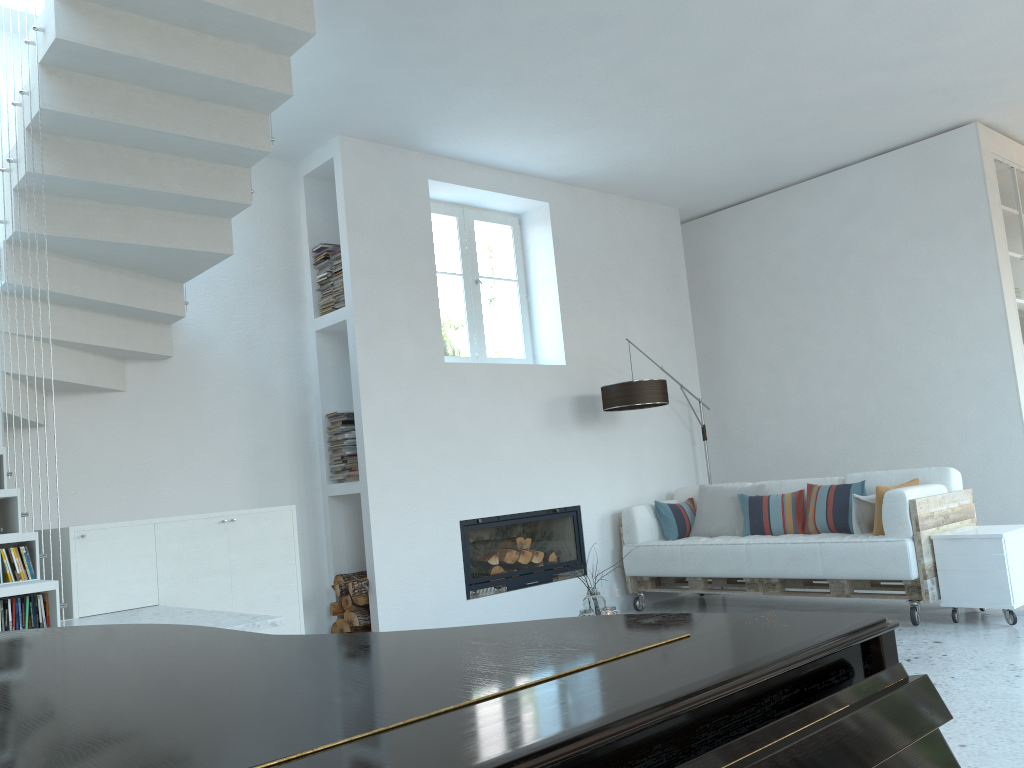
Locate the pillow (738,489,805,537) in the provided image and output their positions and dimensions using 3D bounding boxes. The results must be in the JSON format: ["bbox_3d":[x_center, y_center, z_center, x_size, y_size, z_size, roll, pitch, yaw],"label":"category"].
[{"bbox_3d":[1.789,0.901,6.095,0.479,0.322,0.204,-9,-7,29],"label":"pillow"}]

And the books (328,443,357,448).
[{"bbox_3d":[-0.994,0.385,5.618,0.289,0.005,0.169,-1,-8,-38],"label":"books"}]

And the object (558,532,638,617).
[{"bbox_3d":[0.463,1.013,4.594,0.435,0.521,0.309,-4,-6,-12],"label":"object"}]

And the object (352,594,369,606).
[{"bbox_3d":[-0.773,1.280,5.444,0.141,0.103,0.434,-11,-9,43],"label":"object"}]

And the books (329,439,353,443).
[{"bbox_3d":[-1.009,0.358,5.635,0.126,0.005,0.290,-11,-9,42],"label":"books"}]

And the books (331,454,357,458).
[{"bbox_3d":[-0.986,0.451,5.604,0.254,0.007,0.189,1,-9,-45],"label":"books"}]

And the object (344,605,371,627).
[{"bbox_3d":[-0.873,1.445,5.444,0.068,0.225,0.405,-10,-8,40],"label":"object"}]

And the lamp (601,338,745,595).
[{"bbox_3d":[1.234,0.663,6.734,0.471,1.963,1.559,-9,-7,33],"label":"lamp"}]

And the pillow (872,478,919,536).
[{"bbox_3d":[2.336,0.757,5.365,0.200,0.339,0.463,-11,-8,41],"label":"pillow"}]

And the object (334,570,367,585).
[{"bbox_3d":[-0.940,1.244,5.568,0.332,0.140,0.141,0,-8,-42],"label":"object"}]

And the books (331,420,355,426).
[{"bbox_3d":[-1.017,0.251,5.642,0.218,0.025,0.141,-1,-8,-37],"label":"books"}]

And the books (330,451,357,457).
[{"bbox_3d":[-0.990,0.440,5.609,0.263,0.016,0.192,0,-9,-42],"label":"books"}]

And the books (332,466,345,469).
[{"bbox_3d":[-0.998,0.522,5.618,0.242,0.012,0.137,0,-8,-40],"label":"books"}]

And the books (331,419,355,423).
[{"bbox_3d":[-1.006,0.234,5.630,0.225,0.005,0.193,0,-9,-43],"label":"books"}]

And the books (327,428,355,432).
[{"bbox_3d":[-1.019,0.293,5.645,0.295,0.007,0.135,0,-9,-43],"label":"books"}]

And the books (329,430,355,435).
[{"bbox_3d":[-1.016,0.306,5.642,0.269,0.009,0.132,0,-8,-39],"label":"books"}]

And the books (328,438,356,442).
[{"bbox_3d":[-1.008,0.352,5.634,0.295,0.007,0.146,0,-8,-40],"label":"books"}]

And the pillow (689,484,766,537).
[{"bbox_3d":[1.551,0.918,6.409,0.595,0.406,0.239,-11,-8,43],"label":"pillow"}]

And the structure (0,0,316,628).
[{"bbox_3d":[-1.823,-0.443,3.501,1.954,3.378,2.617,0,-8,-42],"label":"structure"}]

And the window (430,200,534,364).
[{"bbox_3d":[-0.284,-0.701,6.401,1.117,1.225,0.072,0,-8,-42],"label":"window"}]

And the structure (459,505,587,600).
[{"bbox_3d":[-0.098,1.209,6.252,0.736,0.583,1.211,-11,-9,44],"label":"structure"}]

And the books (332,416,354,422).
[{"bbox_3d":[-1.014,0.224,5.639,0.159,0.018,0.203,-11,-9,42],"label":"books"}]

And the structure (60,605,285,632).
[{"bbox_3d":[-1.849,1.211,2.977,3.112,0.658,2.903,0,-9,-42],"label":"structure"}]

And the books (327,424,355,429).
[{"bbox_3d":[-1.012,0.267,5.637,0.285,0.008,0.159,1,-9,-44],"label":"books"}]

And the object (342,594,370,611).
[{"bbox_3d":[-0.890,1.345,5.497,0.328,0.152,0.133,1,-9,-45],"label":"object"}]

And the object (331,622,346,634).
[{"bbox_3d":[-0.908,1.522,5.530,0.439,0.148,0.129,0,-8,-43],"label":"object"}]

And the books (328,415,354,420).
[{"bbox_3d":[-1.007,0.210,5.630,0.185,0.006,0.262,-12,-9,43],"label":"books"}]

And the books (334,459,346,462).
[{"bbox_3d":[-1.001,0.480,5.621,0.206,0.012,0.148,0,-9,-42],"label":"books"}]

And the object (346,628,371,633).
[{"bbox_3d":[-0.874,1.550,5.487,0.169,0.109,0.440,-10,-8,35],"label":"object"}]

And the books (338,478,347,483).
[{"bbox_3d":[-0.984,0.606,5.604,0.179,0.029,0.152,0,-8,-39],"label":"books"}]

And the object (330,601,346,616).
[{"bbox_3d":[-0.961,1.380,5.540,0.406,0.086,0.088,1,-9,-44],"label":"object"}]

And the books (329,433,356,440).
[{"bbox_3d":[-0.995,0.334,5.619,0.262,0.023,0.200,0,-9,-42],"label":"books"}]

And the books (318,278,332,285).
[{"bbox_3d":[-1.095,-0.657,5.727,0.249,0.006,0.189,1,-9,-44],"label":"books"}]

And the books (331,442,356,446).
[{"bbox_3d":[-1.001,0.378,5.626,0.254,0.012,0.161,1,-9,-44],"label":"books"}]

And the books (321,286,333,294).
[{"bbox_3d":[-1.091,-0.601,5.720,0.236,0.015,0.151,0,-8,-39],"label":"books"}]

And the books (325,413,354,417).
[{"bbox_3d":[-1.027,0.196,5.653,0.295,0.011,0.137,0,-8,-40],"label":"books"}]

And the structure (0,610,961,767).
[{"bbox_3d":[-0.454,0.754,0.977,1.334,0.832,1.921,0,-8,-42],"label":"structure"}]

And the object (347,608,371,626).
[{"bbox_3d":[-0.806,1.394,5.383,0.129,0.092,0.393,-11,-8,42],"label":"object"}]

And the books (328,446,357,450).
[{"bbox_3d":[-1.003,0.403,5.623,0.285,0.008,0.159,0,-8,-41],"label":"books"}]

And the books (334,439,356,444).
[{"bbox_3d":[-0.995,0.364,5.620,0.206,0.012,0.183,0,-8,-40],"label":"books"}]

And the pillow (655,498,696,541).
[{"bbox_3d":[1.242,1.003,6.593,0.438,0.317,0.176,-1,-7,-34],"label":"pillow"}]

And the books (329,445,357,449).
[{"bbox_3d":[-1.006,0.395,5.632,0.266,0.010,0.145,0,-9,-43],"label":"books"}]

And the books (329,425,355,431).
[{"bbox_3d":[-1.014,0.280,5.639,0.263,0.017,0.156,0,-8,-41],"label":"books"}]

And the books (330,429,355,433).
[{"bbox_3d":[-1.009,0.297,5.634,0.254,0.006,0.161,0,-8,-40],"label":"books"}]

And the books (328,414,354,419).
[{"bbox_3d":[-1.027,0.207,5.653,0.254,0.010,0.138,0,-9,-43],"label":"books"}]

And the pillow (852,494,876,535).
[{"bbox_3d":[2.269,0.841,5.509,0.237,0.354,0.482,-11,-8,43],"label":"pillow"}]

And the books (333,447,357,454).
[{"bbox_3d":[-1.003,0.421,5.623,0.222,0.028,0.141,-1,-8,-37],"label":"books"}]

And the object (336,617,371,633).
[{"bbox_3d":[-0.908,1.472,5.494,0.132,0.109,0.397,-9,-7,32],"label":"object"}]

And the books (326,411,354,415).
[{"bbox_3d":[-1.017,0.184,5.642,0.290,0.008,0.160,-1,-8,-38],"label":"books"}]

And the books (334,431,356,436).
[{"bbox_3d":[-0.998,0.314,5.622,0.183,0.016,0.189,-11,-9,42],"label":"books"}]

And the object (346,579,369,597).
[{"bbox_3d":[-0.799,1.202,5.318,0.096,0.094,0.442,-12,-9,44],"label":"object"}]

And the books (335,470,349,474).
[{"bbox_3d":[-0.977,0.551,5.595,0.215,0.019,0.185,-1,-8,-38],"label":"books"}]

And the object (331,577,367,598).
[{"bbox_3d":[-0.907,1.239,5.491,0.417,0.101,0.110,0,-8,-40],"label":"object"}]

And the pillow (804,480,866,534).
[{"bbox_3d":[2.113,0.816,5.816,0.197,0.349,0.489,0,-8,-45],"label":"pillow"}]
